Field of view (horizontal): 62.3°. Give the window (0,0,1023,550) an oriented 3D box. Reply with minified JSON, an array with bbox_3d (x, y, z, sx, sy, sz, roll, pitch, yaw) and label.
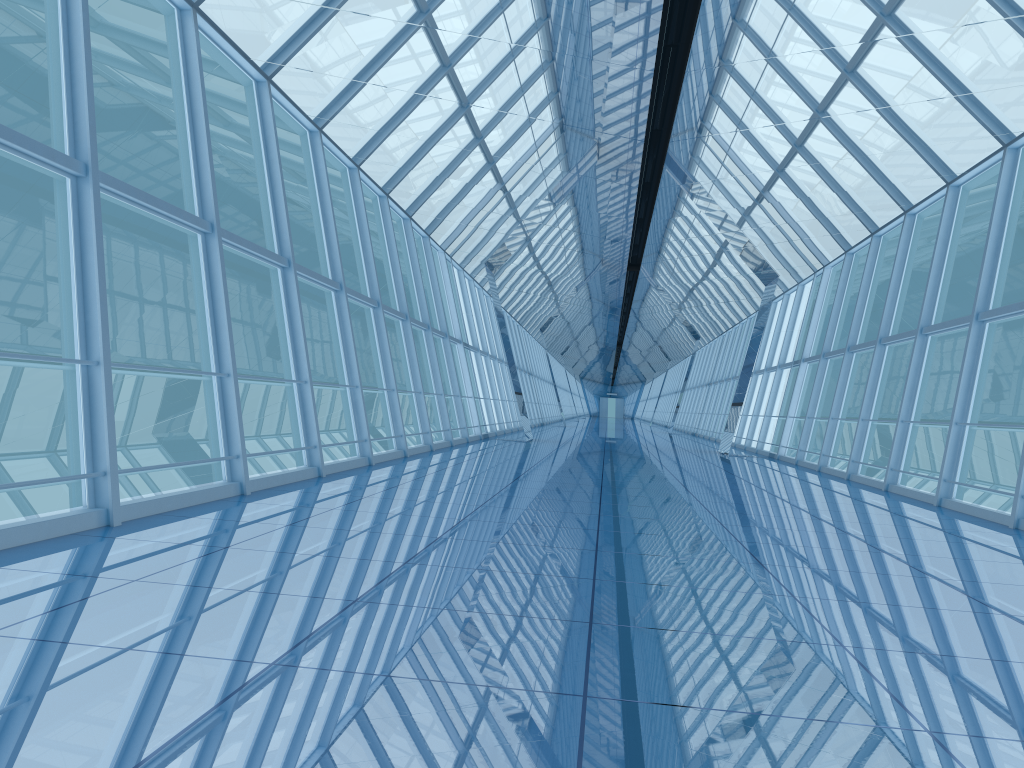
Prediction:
[{"bbox_3d":[5.890,-0.036,47.753,9.939,4.943,105.167,3,-1,7],"label":"window"}]
